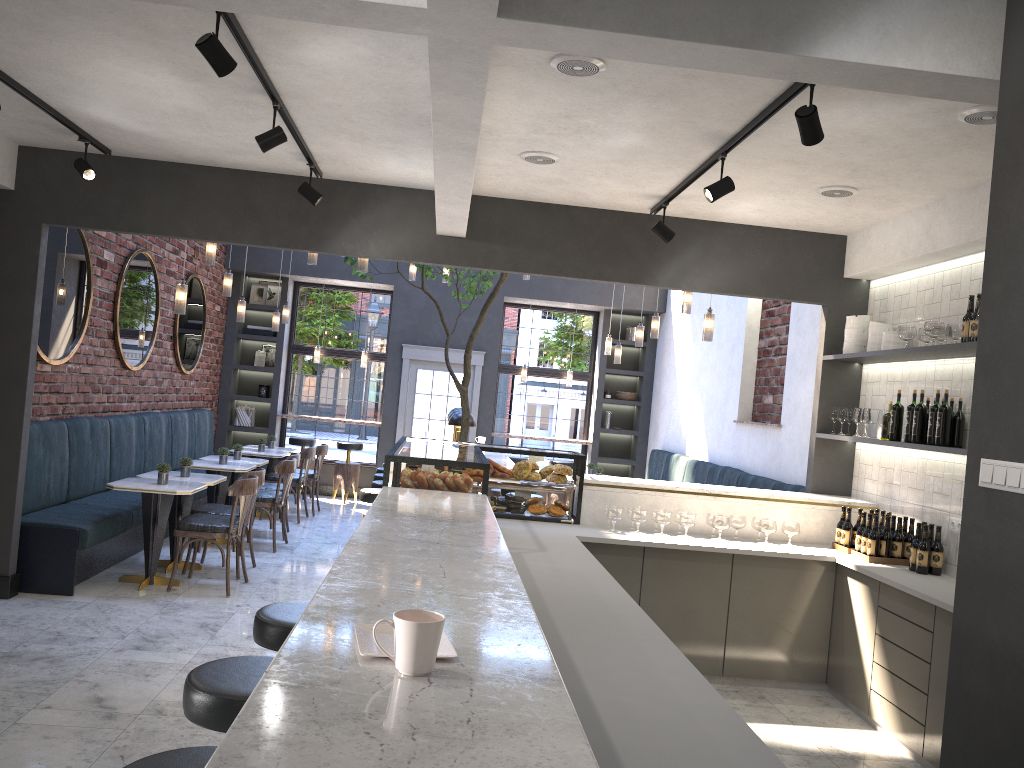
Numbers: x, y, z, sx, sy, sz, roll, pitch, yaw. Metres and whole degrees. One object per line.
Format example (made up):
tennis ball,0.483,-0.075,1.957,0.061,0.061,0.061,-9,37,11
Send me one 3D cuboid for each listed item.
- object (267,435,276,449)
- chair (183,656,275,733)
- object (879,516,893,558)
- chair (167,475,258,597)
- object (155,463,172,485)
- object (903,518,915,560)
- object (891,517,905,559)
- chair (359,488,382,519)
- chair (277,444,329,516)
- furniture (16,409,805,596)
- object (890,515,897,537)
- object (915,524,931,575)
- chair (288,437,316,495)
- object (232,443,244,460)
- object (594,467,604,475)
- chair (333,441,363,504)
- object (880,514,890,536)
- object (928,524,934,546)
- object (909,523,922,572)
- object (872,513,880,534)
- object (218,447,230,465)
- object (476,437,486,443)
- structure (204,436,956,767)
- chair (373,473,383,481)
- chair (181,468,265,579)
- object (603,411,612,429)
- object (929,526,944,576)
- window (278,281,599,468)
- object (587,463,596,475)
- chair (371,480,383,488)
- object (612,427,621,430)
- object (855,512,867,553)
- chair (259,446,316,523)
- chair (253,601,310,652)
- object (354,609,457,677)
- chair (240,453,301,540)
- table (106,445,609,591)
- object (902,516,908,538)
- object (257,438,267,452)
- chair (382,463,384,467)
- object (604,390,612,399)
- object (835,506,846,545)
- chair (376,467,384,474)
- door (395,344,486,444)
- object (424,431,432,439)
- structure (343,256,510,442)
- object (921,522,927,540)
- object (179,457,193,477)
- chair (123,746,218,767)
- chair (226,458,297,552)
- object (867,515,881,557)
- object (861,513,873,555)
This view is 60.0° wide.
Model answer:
object,-2.927,0.703,10.793,0.118,0.165,0.122,6,-1,-27
chair,-0.730,1.195,2.410,0.370,0.821,0.372,5,0,5
object,2.240,0.931,5.305,0.070,0.279,0.069,5,0,-3
chair,-2.225,1.109,6.687,0.521,0.851,0.538,5,-1,-3
object,-2.605,0.666,6.623,0.118,0.165,0.122,6,-1,-27
object,2.389,0.945,5.317,0.069,0.279,0.070,5,0,17
object,2.314,0.938,5.312,0.070,0.279,0.069,6,-1,-43
chair,-1.151,1.282,7.614,0.371,0.737,0.371,5,-1,39
chair,-2.541,1.145,10.814,0.521,0.851,0.497,5,-1,-5
furniture,-0.832,1.123,8.923,6.021,1.151,5.341,5,-1,-4
object,2.308,0.938,5.386,0.070,0.279,0.069,5,0,2
object,2.335,0.937,5.026,0.070,0.279,0.069,6,-1,-43
chair,-2.909,1.151,12.168,0.371,0.821,0.371,6,-1,-42
object,-2.790,0.687,9.020,0.118,0.165,0.122,6,-1,-27
object,1.030,1.061,10.516,0.118,0.165,0.122,6,-1,-27
chair,-2.266,1.210,12.195,0.372,0.821,0.370,6,-1,-42
object,2.303,0.939,5.459,0.070,0.279,0.069,5,0,-28
object,2.405,0.945,5.105,0.070,0.279,0.069,5,0,-28
object,2.330,0.938,5.099,0.070,0.279,0.069,5,0,2
object,2.228,0.932,5.454,0.070,0.279,0.069,5,0,-3
object,-2.745,0.682,8.439,0.118,0.165,0.122,6,-1,-27
object,-0.377,0.664,10.416,0.176,0.097,0.301,5,-1,-13
structure,1.004,1.128,3.302,3.205,1.300,5.805,5,-1,-4
chair,-1.249,1.295,9.013,0.371,0.737,0.371,5,-1,39
chair,-2.329,1.108,7.259,0.521,0.851,0.538,5,-1,-3
object,1.369,0.517,12.691,0.098,0.248,0.098,5,-1,35
object,2.411,0.944,5.031,0.069,0.279,0.070,5,0,17
window,-0.436,-1.442,6.681,6.406,5.364,12.710,5,-1,-4
object,0.985,1.066,11.096,0.118,0.165,0.122,6,-1,-27
chair,-1.161,1.292,8.319,0.371,0.737,0.371,5,-1,23
object,1.496,0.640,12.674,0.130,0.026,0.130,6,-1,-21
object,2.153,0.925,5.449,0.070,0.279,0.069,6,-1,-43
chair,-2.565,1.134,10.231,0.521,0.851,0.538,5,-1,-3
chair,-0.746,1.205,3.096,0.372,0.821,0.370,6,-1,-42
object,-0.188,0.442,1.614,0.176,0.097,0.301,5,-1,-13
chair,-2.473,1.124,9.086,0.521,0.851,0.538,5,-1,-11
table,-0.849,1.322,8.877,4.599,0.751,4.830,5,-1,-4
object,2.383,0.945,5.392,0.070,0.279,0.069,5,0,-28
object,-2.882,0.698,10.213,0.118,0.165,0.122,6,-1,-27
chair,-1.367,1.306,10.412,0.371,0.737,0.371,5,-1,39
object,1.376,0.154,12.737,0.117,0.119,0.117,6,-1,-28
object,2.132,0.928,5.724,0.070,0.279,0.069,6,-1,-43
chair,-1.332,1.298,9.702,0.370,0.737,0.372,5,0,-14
door,-1.023,0.619,12.030,1.132,2.219,0.152,5,0,-4
object,-0.975,0.607,10.337,0.176,0.098,0.204,5,-1,1
structure,-0.272,-1.264,8.054,3.743,5.988,2.808,5,-1,39
object,2.398,0.945,5.179,0.070,0.279,0.069,5,0,27
object,-2.650,0.671,7.204,0.118,0.165,0.122,6,-1,-27
chair,-0.651,1.192,1.758,0.371,0.821,0.371,5,-1,39
chair,-2.362,1.124,8.462,0.521,0.851,0.538,5,-1,-3
object,2.166,0.924,5.299,0.070,0.279,0.069,5,0,-18
object,2.160,0.924,5.374,0.070,0.279,0.069,5,0,-28
